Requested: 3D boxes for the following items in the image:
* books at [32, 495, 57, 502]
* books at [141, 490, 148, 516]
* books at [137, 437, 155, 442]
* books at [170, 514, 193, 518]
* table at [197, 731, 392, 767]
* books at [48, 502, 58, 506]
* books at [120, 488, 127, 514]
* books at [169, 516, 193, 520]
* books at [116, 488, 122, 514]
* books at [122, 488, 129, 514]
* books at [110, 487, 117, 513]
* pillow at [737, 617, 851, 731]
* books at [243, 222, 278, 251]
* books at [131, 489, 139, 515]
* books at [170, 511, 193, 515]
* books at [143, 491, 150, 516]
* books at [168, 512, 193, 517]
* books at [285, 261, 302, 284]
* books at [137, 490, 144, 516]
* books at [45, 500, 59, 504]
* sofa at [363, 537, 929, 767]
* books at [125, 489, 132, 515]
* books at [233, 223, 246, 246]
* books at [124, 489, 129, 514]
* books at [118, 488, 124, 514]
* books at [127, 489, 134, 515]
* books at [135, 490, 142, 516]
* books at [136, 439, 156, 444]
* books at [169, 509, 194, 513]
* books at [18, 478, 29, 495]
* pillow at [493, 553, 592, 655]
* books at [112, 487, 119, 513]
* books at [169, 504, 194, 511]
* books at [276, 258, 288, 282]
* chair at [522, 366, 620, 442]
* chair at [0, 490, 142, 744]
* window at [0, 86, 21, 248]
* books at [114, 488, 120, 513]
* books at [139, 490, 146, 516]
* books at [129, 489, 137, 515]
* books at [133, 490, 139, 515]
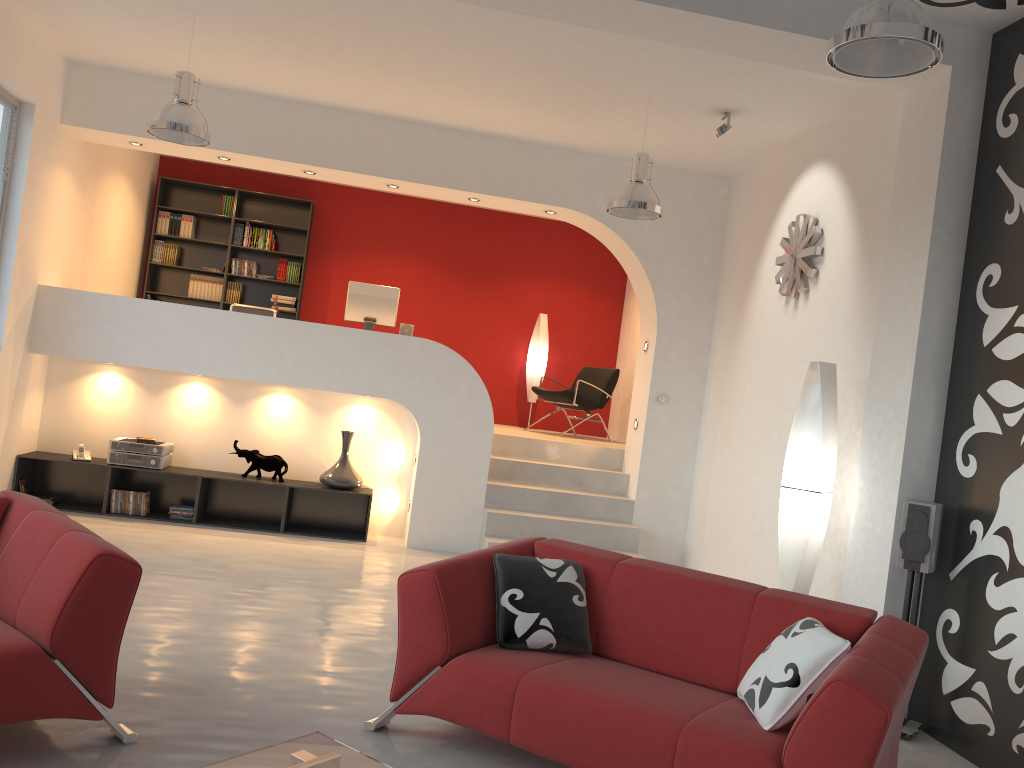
[{"bbox_3d":[-3.771,0.918,7.112,0.190,0.015,0.135,8,-1,-9],"label":"books"},{"bbox_3d":[-2.976,0.966,7.186,0.031,0.190,0.135,8,-1,-9],"label":"books"},{"bbox_3d":[-2.986,0.453,7.235,0.135,0.015,0.190,8,-1,-24],"label":"books"},{"bbox_3d":[-2.696,1.077,7.281,0.190,0.015,0.135,8,-1,-9],"label":"books"},{"bbox_3d":[-0.455,1.191,1.871,1.162,0.286,1.097,7,-1,36],"label":"table"},{"bbox_3d":[-3.764,0.950,7.113,0.190,0.015,0.135,8,-1,-9],"label":"books"},{"bbox_3d":[-3.138,0.944,7.160,0.031,0.190,0.135,8,-1,-9],"label":"books"},{"bbox_3d":[-2.704,1.091,7.280,0.190,0.015,0.135,8,-1,-14],"label":"books"},{"bbox_3d":[-3.167,0.940,7.156,0.031,0.190,0.135,8,-1,-9],"label":"books"},{"bbox_3d":[-3.123,0.946,7.163,0.031,0.190,0.135,8,-1,-9],"label":"books"},{"bbox_3d":[-3.212,0.934,7.149,0.031,0.190,0.135,8,-1,-9],"label":"books"},{"bbox_3d":[0.967,0.993,3.072,0.288,0.343,0.402,8,-1,-1],"label":"pillow"},{"bbox_3d":[-2.806,-1.633,9.922,0.341,0.286,0.231,8,-1,-9],"label":"books"},{"bbox_3d":[-3.050,0.956,7.174,0.031,0.190,0.135,8,-1,-9],"label":"books"},{"bbox_3d":[-2.696,1.047,7.281,0.190,0.015,0.135,8,-1,-9],"label":"books"},{"bbox_3d":[-2.962,0.968,7.188,0.031,0.190,0.135,8,-1,-9],"label":"books"},{"bbox_3d":[-2.704,1.061,7.280,0.190,0.015,0.135,8,-1,-4],"label":"books"},{"bbox_3d":[-2.465,-1.244,10.001,0.146,0.240,0.170,8,-1,-9],"label":"books"},{"bbox_3d":[-3.006,0.962,7.181,0.031,0.190,0.135,8,-1,-9],"label":"books"},{"bbox_3d":[-3.757,0.935,7.114,0.190,0.015,0.135,8,-1,-9],"label":"books"},{"bbox_3d":[0.506,1.114,3.335,1.929,0.738,0.951,7,-1,31],"label":"sofa"},{"bbox_3d":[-3.094,0.950,7.167,0.031,0.190,0.135,8,-1,-9],"label":"books"},{"bbox_3d":[-3.043,-1.649,9.908,0.090,0.256,0.181,8,-1,-9],"label":"books"},{"bbox_3d":[-3.109,0.948,7.165,0.031,0.190,0.135,8,-1,-9],"label":"books"},{"bbox_3d":[-3.153,0.942,7.158,0.031,0.190,0.135,8,-1,-9],"label":"books"},{"bbox_3d":[-3.079,0.952,7.170,0.031,0.190,0.135,8,-1,-9],"label":"books"},{"bbox_3d":[-3.021,0.960,7.179,0.031,0.190,0.135,8,-1,-9],"label":"books"},{"bbox_3d":[-2.983,0.468,7.226,0.135,0.015,0.190,8,-1,-29],"label":"books"},{"bbox_3d":[-2.697,1.031,7.274,0.190,0.015,0.135,8,-1,-9],"label":"books"},{"bbox_3d":[-3.875,0.851,7.044,0.063,0.187,0.135,8,-1,-9],"label":"books"},{"bbox_3d":[0.122,0.888,3.593,0.402,0.343,0.288,8,-1,-16],"label":"pillow"},{"bbox_3d":[-3.197,0.936,7.151,0.031,0.190,0.135,8,-1,-9],"label":"books"},{"bbox_3d":[-2.706,1.015,7.279,0.190,0.015,0.135,8,-1,-14],"label":"books"},{"bbox_3d":[-2.582,-1.268,9.983,0.090,0.256,0.181,8,-1,-9],"label":"books"},{"bbox_3d":[0.654,0.171,9.621,0.768,0.795,0.664,8,-1,-34],"label":"chair"},{"bbox_3d":[-1.995,0.780,2.888,0.951,0.738,1.288,7,-1,41],"label":"chair"},{"bbox_3d":[-3.523,-1.139,5.195,0.100,1.800,2.400,8,-1,-9],"label":"window"},{"bbox_3d":[-3.182,0.938,7.153,0.031,0.190,0.135,8,-1,-9],"label":"books"},{"bbox_3d":[-2.991,0.964,7.183,0.031,0.190,0.135,8,-1,-9],"label":"books"},{"bbox_3d":[-3.065,0.954,7.172,0.031,0.190,0.135,8,-1,-9],"label":"books"},{"bbox_3d":[-3.035,0.958,7.177,0.031,0.190,0.135,8,-1,-9],"label":"books"}]
